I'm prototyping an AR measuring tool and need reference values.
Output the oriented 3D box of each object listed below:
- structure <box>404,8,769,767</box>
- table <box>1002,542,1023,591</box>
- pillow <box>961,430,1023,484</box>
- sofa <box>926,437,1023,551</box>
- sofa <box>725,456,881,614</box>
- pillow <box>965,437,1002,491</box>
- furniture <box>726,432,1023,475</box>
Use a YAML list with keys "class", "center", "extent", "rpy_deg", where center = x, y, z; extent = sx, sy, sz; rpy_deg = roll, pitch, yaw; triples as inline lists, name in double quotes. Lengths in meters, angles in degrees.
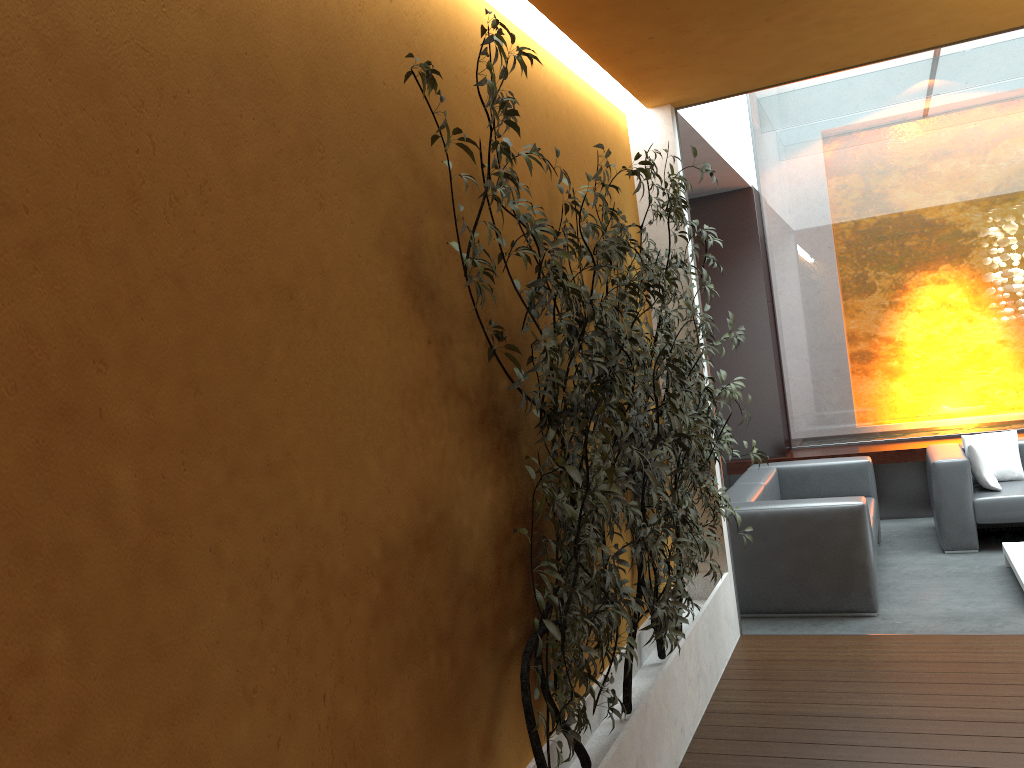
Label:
- class: "structure"
  center: [0.503, 0.024, 3.475]
  extent: [0.622, 2.483, 3.166]
  rpy_deg: [-7, 1, 22]
- class: "table"
  center: [3.448, 1.077, 5.094]
  extent: [1.000, 0.150, 1.000]
  rpy_deg: [-7, 1, 23]
- class: "pillow"
  center: [3.568, 0.544, 6.584]
  extent: [0.376, 0.361, 0.169]
  rpy_deg: [-7, 1, 21]
- class: "sofa"
  center: [4.398, 0.669, 6.092]
  extent: [2.781, 0.652, 0.943]
  rpy_deg: [-7, 1, 23]
- class: "sofa"
  center: [2.014, 0.974, 6.131]
  extent: [0.943, 0.652, 2.025]
  rpy_deg: [-7, 1, 23]
- class: "pillow"
  center: [3.374, 0.573, 6.376]
  extent: [0.186, 0.358, 0.376]
  rpy_deg: [-7, 1, 22]
- class: "furniture"
  center: [4.777, 0.408, 7.038]
  extent: [6.000, 0.109, 0.600]
  rpy_deg: [-7, 1, 23]
